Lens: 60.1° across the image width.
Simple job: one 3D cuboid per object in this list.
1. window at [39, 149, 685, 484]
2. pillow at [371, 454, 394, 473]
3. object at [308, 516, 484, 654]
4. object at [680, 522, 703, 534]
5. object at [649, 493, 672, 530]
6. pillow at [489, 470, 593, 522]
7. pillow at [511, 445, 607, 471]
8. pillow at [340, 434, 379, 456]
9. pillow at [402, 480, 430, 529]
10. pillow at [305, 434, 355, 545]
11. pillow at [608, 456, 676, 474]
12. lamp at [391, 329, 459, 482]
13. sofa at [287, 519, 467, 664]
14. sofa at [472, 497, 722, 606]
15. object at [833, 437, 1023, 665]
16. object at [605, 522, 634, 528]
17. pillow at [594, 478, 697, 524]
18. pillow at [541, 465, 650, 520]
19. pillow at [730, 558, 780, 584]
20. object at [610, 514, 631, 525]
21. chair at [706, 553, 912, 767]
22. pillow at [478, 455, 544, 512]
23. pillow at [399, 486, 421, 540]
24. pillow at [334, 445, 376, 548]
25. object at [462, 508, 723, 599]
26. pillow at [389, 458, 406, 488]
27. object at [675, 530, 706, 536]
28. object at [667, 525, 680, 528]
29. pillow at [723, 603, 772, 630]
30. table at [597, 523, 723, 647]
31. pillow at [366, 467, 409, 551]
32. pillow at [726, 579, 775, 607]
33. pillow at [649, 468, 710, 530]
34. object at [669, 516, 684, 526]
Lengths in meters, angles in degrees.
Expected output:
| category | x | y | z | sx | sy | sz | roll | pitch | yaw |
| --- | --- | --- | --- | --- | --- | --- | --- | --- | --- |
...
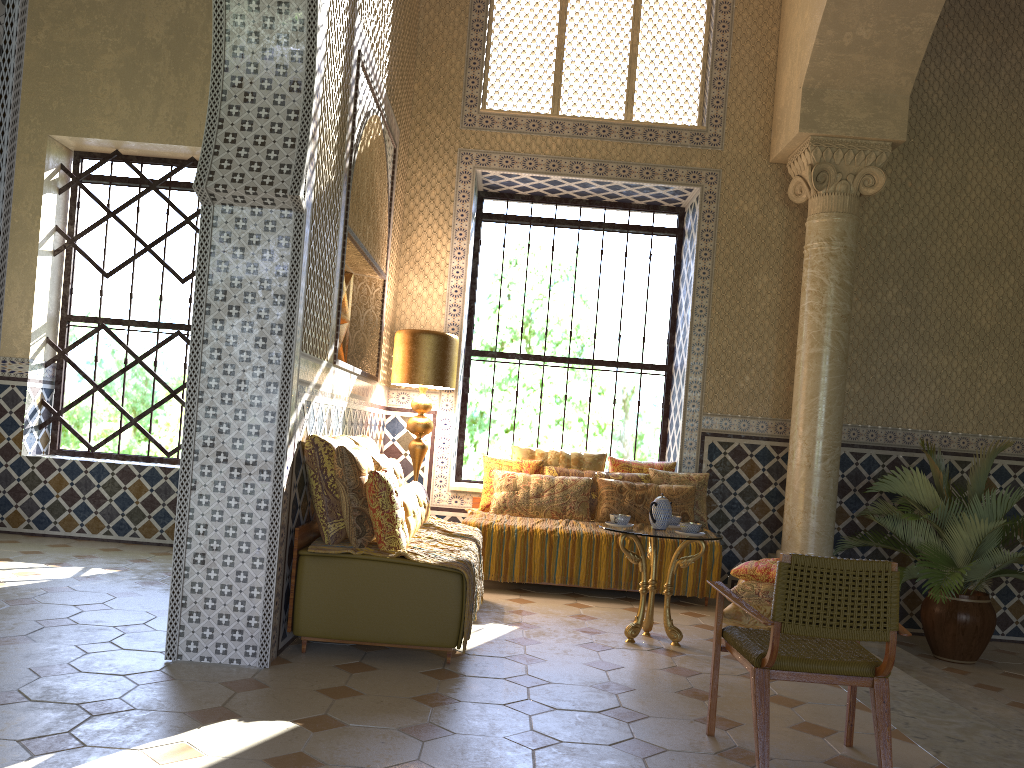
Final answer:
| category | x | y | z | sx | sy | sz | roll | pitch | yaw |
| --- | --- | --- | --- | --- | --- | --- | --- | --- | --- |
| window | -2.028 | -0.751 | 11.657 | 8.486 | 3.989 | 0.574 | 5 | 0 | -4 |
| pillow | -1.126 | 0.959 | 7.669 | 0.340 | 0.693 | 0.742 | 5 | -2 | 0 |
| object | -0.903 | 1.631 | 7.754 | 1.314 | 0.717 | 2.890 | 5 | -3 | 0 |
| object | 1.515 | 1.233 | 7.518 | 0.183 | 0.100 | 0.184 | 5 | -3 | -4 |
| object | 1.316 | 1.128 | 7.839 | 0.273 | 0.323 | 0.199 | 5 | -1 | -11 |
| pillow | 0.344 | 1.321 | 10.340 | 1.191 | 0.546 | 0.329 | 5 | -1 | 0 |
| pillow | 0.553 | 1.203 | 10.799 | 1.192 | 0.832 | 0.422 | 5 | -1 | 0 |
| pillow | -1.400 | 0.901 | 8.344 | 0.422 | 0.831 | 1.194 | 5 | -2 | 0 |
| pillow | -0.936 | 1.182 | 8.519 | 0.271 | 0.450 | 0.984 | 5 | -3 | 0 |
| pillow | -1.394 | 0.830 | 7.148 | 0.422 | 0.831 | 1.194 | 5 | -2 | 0 |
| pillow | 1.583 | 1.317 | 10.861 | 0.855 | 0.800 | 0.393 | 5 | -1 | 0 |
| lamp | -1.087 | 0.812 | 10.208 | 0.738 | 2.813 | 0.735 | 5 | 0 | -31 |
| sofa | -0.965 | 1.635 | 7.766 | 1.273 | 0.936 | 2.854 | 5 | -3 | 0 |
| sofa | 0.883 | 1.934 | 10.313 | 2.849 | 0.937 | 1.275 | 5 | -2 | 0 |
| object | 5.078 | 1.807 | 9.750 | 2.644 | 2.501 | 2.164 | 5 | -2 | -13 |
| object | 0.946 | 1.243 | 7.798 | 0.256 | 0.032 | 0.256 | 6 | -4 | -21 |
| pillow | 1.566 | 1.419 | 10.346 | 1.191 | 0.546 | 0.329 | 5 | -1 | 0 |
| pillow | 0.992 | 1.330 | 10.562 | 1.341 | 0.615 | 0.370 | 5 | -1 | 0 |
| pillow | 2.728 | 1.934 | 8.984 | 0.802 | 0.310 | 0.750 | 3 | -4 | 34 |
| object | 0.949 | 1.205 | 7.798 | 0.184 | 0.100 | 0.183 | 5 | -3 | -19 |
| chair | 1.644 | 1.521 | 4.978 | 0.950 | 1.209 | 0.907 | 5 | -1 | 0 |
| pillow | -0.011 | 1.221 | 10.577 | 0.741 | 0.693 | 0.341 | 5 | -1 | 0 |
| pillow | -0.931 | 1.126 | 7.583 | 0.271 | 0.450 | 0.984 | 5 | -3 | 0 |
| pillow | -1.196 | 0.874 | 6.925 | 0.383 | 0.780 | 0.835 | 5 | -2 | 0 |
| object | 0.844 | 1.919 | 10.251 | 2.885 | 0.717 | 1.316 | 5 | -3 | 0 |
| pillow | -1.132 | 1.036 | 8.472 | 0.313 | 0.637 | 0.682 | 5 | -2 | 0 |
| object | 1.511 | 1.271 | 7.518 | 0.256 | 0.032 | 0.256 | 5 | -3 | -4 |
| object | 1.460 | 1.305 | 8.153 | 0.256 | 0.032 | 0.256 | 6 | -4 | -21 |
| pillow | 2.698 | 2.345 | 9.000 | 0.989 | 0.368 | 1.046 | 3 | -3 | 25 |
| table | 1.261 | 1.774 | 7.796 | 1.099 | 0.980 | 1.104 | 3 | -2 | 29 |
| pillow | -0.942 | 0.981 | 6.783 | 0.345 | 0.651 | 0.685 | 5 | -2 | -1 |
| pillow | 2.695 | 2.141 | 8.992 | 0.930 | 0.347 | 0.883 | 3 | -3 | 20 |
| pillow | 1.990 | 1.381 | 10.587 | 0.741 | 0.693 | 0.341 | 5 | -1 | 0 |
| object | 1.463 | 1.267 | 8.152 | 0.184 | 0.100 | 0.183 | 5 | -3 | -11 |
